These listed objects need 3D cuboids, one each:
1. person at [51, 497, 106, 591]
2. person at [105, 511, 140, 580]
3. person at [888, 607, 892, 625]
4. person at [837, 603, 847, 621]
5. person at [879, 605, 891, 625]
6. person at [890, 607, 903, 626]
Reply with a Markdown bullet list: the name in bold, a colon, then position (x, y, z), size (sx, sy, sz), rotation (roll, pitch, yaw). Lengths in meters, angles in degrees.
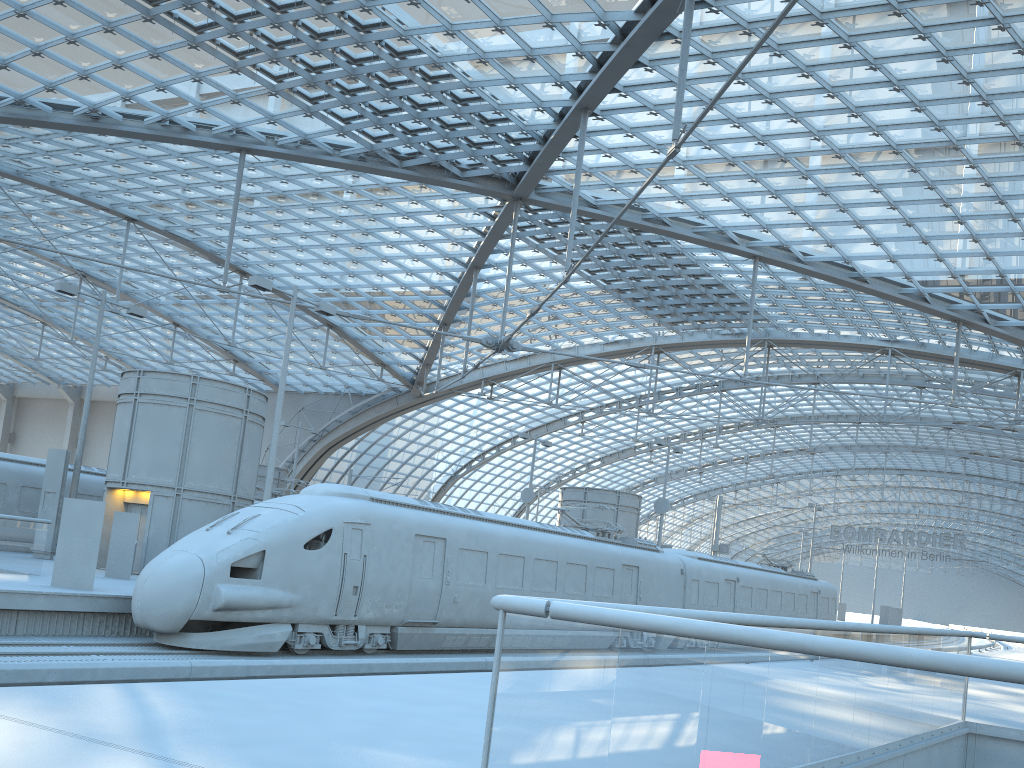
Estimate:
- **person**: position (-8.038, 2.991, 16.307), size (0.873, 1.690, 0.001), rotation (6, -4, 11)
- **person**: position (-9.175, 3.823, 20.696), size (0.708, 1.597, 0.001), rotation (5, -5, 16)
- **person**: position (32.024, 19.610, 73.630), size (0.873, 1.689, 0.001), rotation (2, -6, 37)
- **person**: position (28.855, 19.968, 76.881), size (0.709, 1.597, 0.001), rotation (2, -7, 42)
- **person**: position (33.056, 20.593, 78.069), size (0.897, 1.782, 0.001), rotation (3, -6, 32)
- **person**: position (30.732, 18.759, 70.207), size (0.825, 1.716, 0.001), rotation (2, -6, 37)
